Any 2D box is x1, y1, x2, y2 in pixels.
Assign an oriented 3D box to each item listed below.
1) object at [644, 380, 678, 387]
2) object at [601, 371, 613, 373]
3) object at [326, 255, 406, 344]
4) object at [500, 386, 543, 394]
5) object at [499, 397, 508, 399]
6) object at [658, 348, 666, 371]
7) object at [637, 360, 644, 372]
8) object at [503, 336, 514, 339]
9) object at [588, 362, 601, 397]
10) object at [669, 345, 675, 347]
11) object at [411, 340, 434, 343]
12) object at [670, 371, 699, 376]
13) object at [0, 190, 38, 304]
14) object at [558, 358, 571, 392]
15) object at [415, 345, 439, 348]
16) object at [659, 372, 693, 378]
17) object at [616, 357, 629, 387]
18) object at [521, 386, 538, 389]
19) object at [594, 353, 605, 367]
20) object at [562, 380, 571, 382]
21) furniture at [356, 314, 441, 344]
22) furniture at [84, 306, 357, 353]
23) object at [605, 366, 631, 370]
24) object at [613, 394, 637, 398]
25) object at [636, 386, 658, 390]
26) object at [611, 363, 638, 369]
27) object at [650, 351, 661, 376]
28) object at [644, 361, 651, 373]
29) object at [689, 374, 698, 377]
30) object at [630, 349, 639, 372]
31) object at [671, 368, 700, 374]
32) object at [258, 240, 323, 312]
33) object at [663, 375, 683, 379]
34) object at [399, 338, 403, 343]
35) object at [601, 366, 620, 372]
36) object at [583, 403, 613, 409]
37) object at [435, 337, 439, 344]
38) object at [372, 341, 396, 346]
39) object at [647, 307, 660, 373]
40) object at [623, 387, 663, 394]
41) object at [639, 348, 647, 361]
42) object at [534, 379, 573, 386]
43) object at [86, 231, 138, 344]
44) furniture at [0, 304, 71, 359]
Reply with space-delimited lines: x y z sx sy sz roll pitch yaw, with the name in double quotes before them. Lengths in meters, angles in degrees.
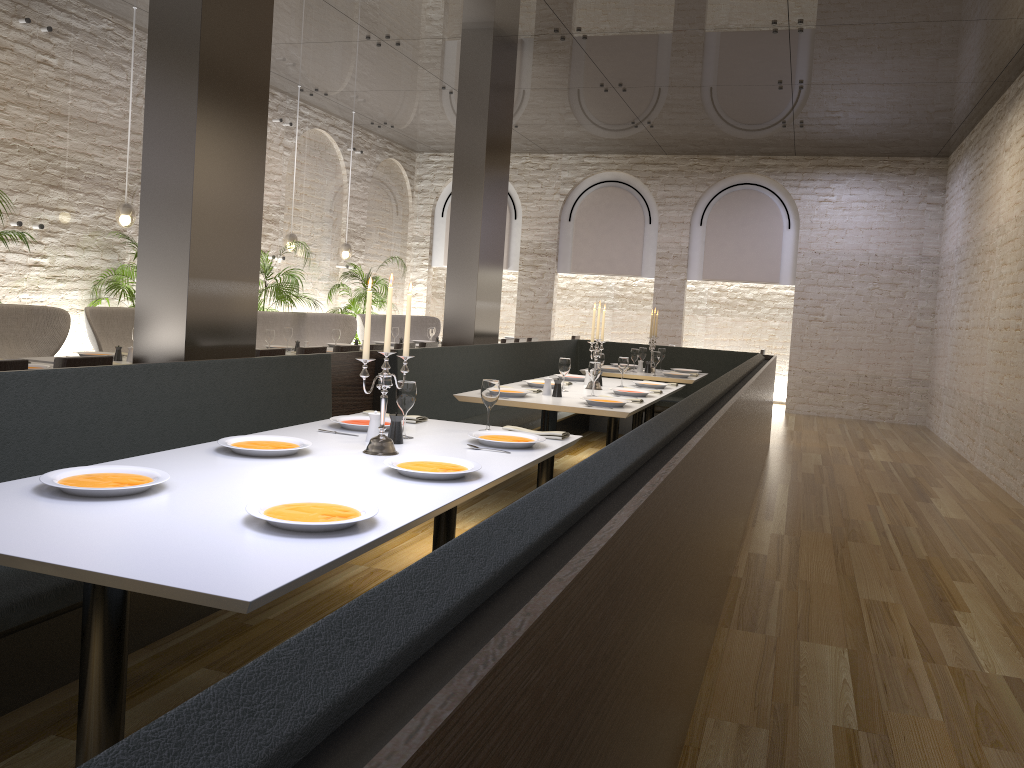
"object" 1.233 -0.003 7.349 0.273 0.033 0.143 5 5 18
"object" 0.890 -0.117 8.445 0.185 0.010 0.017 5 5 18
"object" -2.139 -0.909 12.828 1.145 1.971 1.191 4 3 -1
"object" 0.055 0.039 5.964 0.273 0.033 0.143 5 5 18
"object" -0.103 0.079 5.425 0.185 0.010 0.017 5 5 18
"object" 1.565 -0.256 9.296 0.086 0.230 0.086 3 3 -12
"object" 1.278 -0.177 8.821 0.068 0.126 0.069 2 4 -30
"object" -0.008 -0.811 15.639 0.321 0.036 0.322 0 6 -37
"object" 0.547 -0.030 5.915 0.086 0.230 0.087 2 3 -30
"object" 1.941 -0.361 10.789 0.086 0.230 0.087 1 4 -42
"object" -1.197 -0.557 11.809 0.321 0.036 0.322 0 6 -35
"object" 1.724 -0.100 8.841 0.273 0.033 0.143 5 5 18
"object" -4.210 -0.504 6.578 1.187 1.971 1.148 1 4 -41
"object" 0.362 -0.065 6.170 0.086 0.230 0.086 5 3 18
"object" -1.033 -0.441 10.593 0.321 0.036 0.322 0 6 -35
"object" 1.564 -0.083 8.439 0.321 0.036 0.322 3 5 -6
"object" 0.858 -0.092 6.862 0.086 0.230 0.086 5 3 30
"object" 0.154 0.028 6.207 0.185 0.010 0.017 5 5 18
"object" 0.705 -0.133 7.215 0.086 0.230 0.086 5 3 30
"object" 0.423 -0.025 7.024 0.185 0.010 0.017 5 5 18
"furniture" -1.450 -0.418 12.637 0.708 1.095 2.588 5 5 18
"furniture" -2.599 -0.191 9.145 0.709 1.095 4.482 5 5 18
"object" 1.074 -0.162 9.060 0.273 0.033 0.143 5 5 18
"object" 0.767 0.081 6.031 0.181 0.015 0.038 6 5 19
"object" 1.036 0.028 6.847 0.181 0.015 0.038 6 5 19
"object" 1.196 -0.186 9.346 0.322 0.036 0.322 5 5 14
"object" 1.359 -0.191 8.385 0.086 0.230 0.086 2 4 -36
"object" 1.347 -0.169 8.774 0.068 0.126 0.069 2 4 -30
"object" 1.676 -0.091 8.694 0.273 0.033 0.143 5 5 18
"object" 1.206 -0.232 8.738 0.086 0.230 0.086 2 4 -36
"object" 1.797 -0.129 9.147 0.321 0.036 0.323 2 5 -24
"object" -2.924 -0.758 10.493 1.144 1.971 1.191 2 4 -31
"object" 1.503 -0.064 8.268 0.181 0.015 0.038 6 5 19
"object" -1.329 -0.502 10.619 0.059 0.109 0.059 1 4 -36
"object" 0.963 -0.140 8.637 0.321 0.036 0.322 3 5 -6
"object" 0.510 0.132 5.248 0.181 0.015 0.038 6 5 19
"object" -0.984 -0.570 11.667 0.059 0.109 0.059 1 4 -36
"object" -1.542 -0.489 10.761 0.321 0.036 0.322 0 6 -35
"object" 1.413 -0.446 8.885 0.132 0.655 0.390 5 3 29
"object" 0.965 0.050 6.533 0.273 0.033 0.143 5 5 18
"object" 1.348 -0.260 9.169 0.086 0.230 0.086 2 4 -36
"object" 0.312 -0.012 6.746 0.273 0.033 0.143 5 5 18
"object" -3.550 -0.634 8.583 1.187 1.971 1.148 1 4 -41
"furniture" -4.049 0.096 4.738 0.709 1.095 4.482 5 5 18
